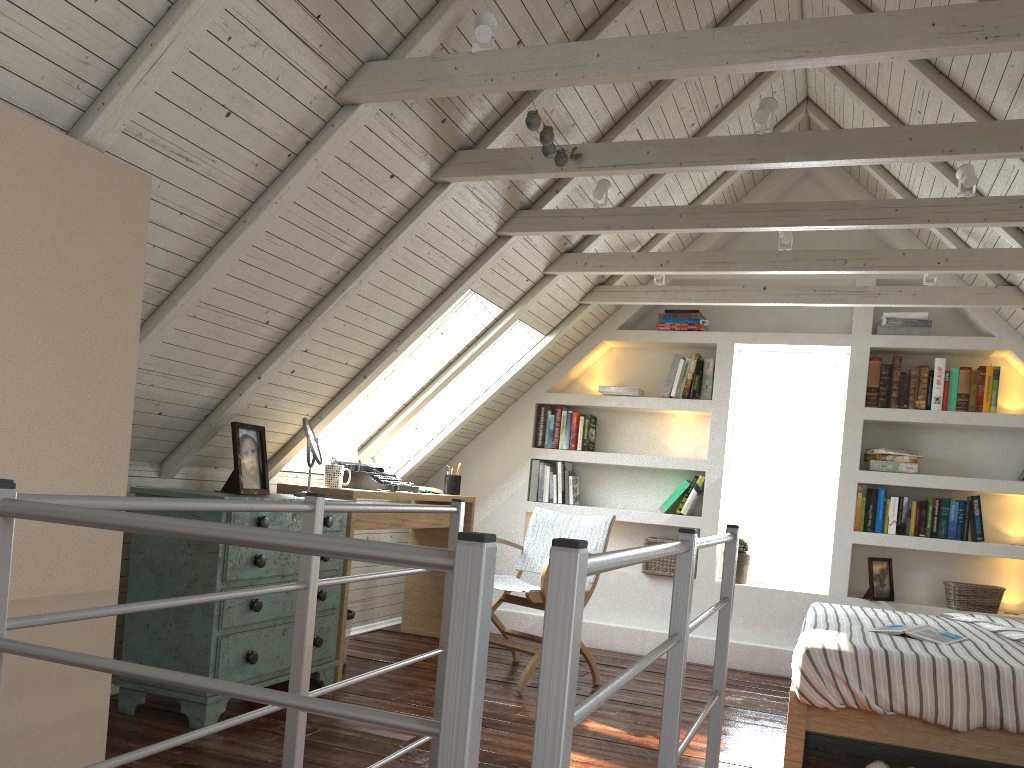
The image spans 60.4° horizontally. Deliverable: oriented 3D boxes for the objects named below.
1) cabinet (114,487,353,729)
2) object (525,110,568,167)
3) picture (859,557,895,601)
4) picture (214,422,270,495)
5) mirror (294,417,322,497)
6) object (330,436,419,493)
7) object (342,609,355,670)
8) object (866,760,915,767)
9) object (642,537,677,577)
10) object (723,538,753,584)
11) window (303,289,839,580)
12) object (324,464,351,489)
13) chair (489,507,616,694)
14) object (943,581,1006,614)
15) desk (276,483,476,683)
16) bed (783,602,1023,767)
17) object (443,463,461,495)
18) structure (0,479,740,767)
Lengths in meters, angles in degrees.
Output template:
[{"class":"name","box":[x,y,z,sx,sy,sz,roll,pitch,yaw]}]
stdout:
[{"class":"cabinet","box":[-0.990,0.795,3.278,0.414,0.766,0.809,5,-3,21]},{"class":"object","box":[0.104,-0.680,2.468,0.059,0.066,0.286,4,-6,20]},{"class":"picture","box":[1.899,1.017,4.598,0.174,0.223,0.126,6,-2,-30]},{"class":"picture","box":[-0.999,0.275,3.241,0.146,0.258,0.202,5,-2,15]},{"class":"mirror","box":[-0.806,0.296,3.530,0.113,0.318,0.206,5,-1,-26]},{"class":"object","box":[-0.644,0.385,4.183,0.353,0.238,0.391,4,-5,15]},{"class":"object","box":[-0.819,1.130,3.900,0.223,0.252,0.225,4,-3,15]},{"class":"object","box":[1.272,1.270,2.811,0.284,0.091,0.277,3,-6,18]},{"class":"object","box":[0.869,0.986,5.030,0.204,0.200,0.206,4,-3,20]},{"class":"object","box":[1.260,0.977,4.919,0.159,0.271,0.160,5,-1,13]},{"class":"window","box":[0.294,0.232,4.438,3.095,1.372,1.407,5,-3,-2]},{"class":"object","box":[-0.758,0.400,3.798,0.109,0.100,0.083,7,-3,-29]},{"class":"chair","box":[0.089,0.971,4.092,0.563,0.790,0.548,7,-2,-44]},{"class":"object","box":[2.355,1.089,4.493,0.282,0.134,0.179,4,-4,12]},{"class":"desk","box":[-0.639,0.928,4.336,0.376,0.803,1.334,5,-5,21]},{"class":"bed","box":[2.059,1.091,3.317,1.872,0.703,1.887,3,-6,21]},{"class":"object","box":[-0.325,0.521,4.833,0.088,0.186,0.088,5,-1,-16]},{"class":"structure","box":[-0.104,0.744,1.740,0.834,0.993,1.652,4,-5,21]}]
